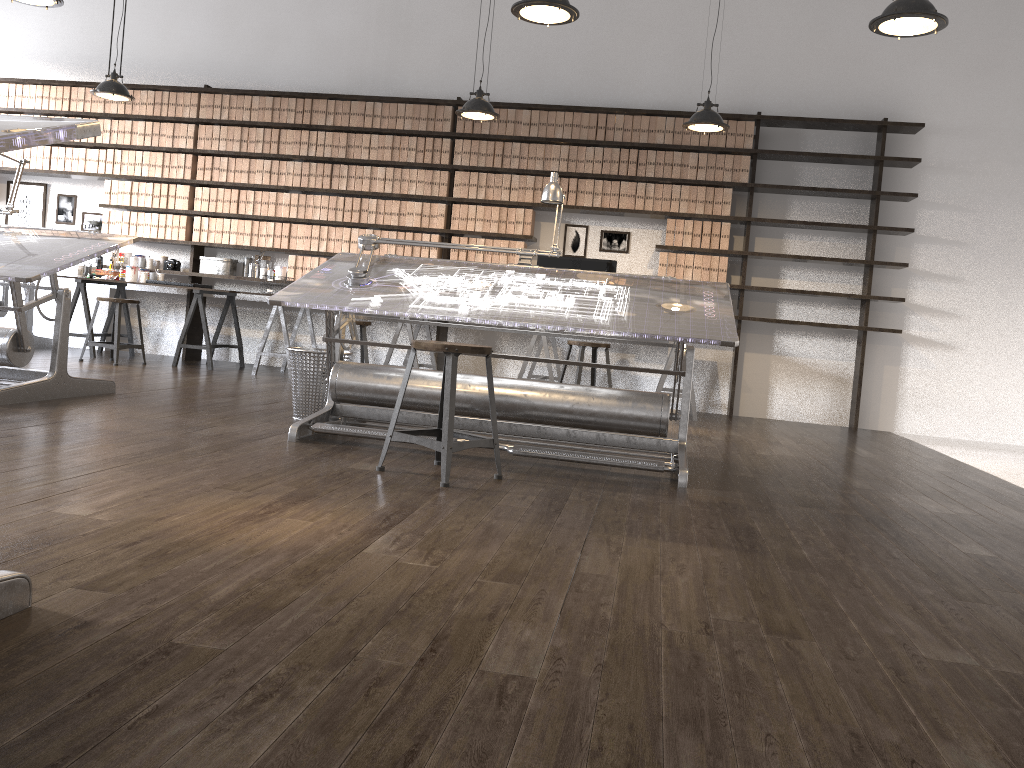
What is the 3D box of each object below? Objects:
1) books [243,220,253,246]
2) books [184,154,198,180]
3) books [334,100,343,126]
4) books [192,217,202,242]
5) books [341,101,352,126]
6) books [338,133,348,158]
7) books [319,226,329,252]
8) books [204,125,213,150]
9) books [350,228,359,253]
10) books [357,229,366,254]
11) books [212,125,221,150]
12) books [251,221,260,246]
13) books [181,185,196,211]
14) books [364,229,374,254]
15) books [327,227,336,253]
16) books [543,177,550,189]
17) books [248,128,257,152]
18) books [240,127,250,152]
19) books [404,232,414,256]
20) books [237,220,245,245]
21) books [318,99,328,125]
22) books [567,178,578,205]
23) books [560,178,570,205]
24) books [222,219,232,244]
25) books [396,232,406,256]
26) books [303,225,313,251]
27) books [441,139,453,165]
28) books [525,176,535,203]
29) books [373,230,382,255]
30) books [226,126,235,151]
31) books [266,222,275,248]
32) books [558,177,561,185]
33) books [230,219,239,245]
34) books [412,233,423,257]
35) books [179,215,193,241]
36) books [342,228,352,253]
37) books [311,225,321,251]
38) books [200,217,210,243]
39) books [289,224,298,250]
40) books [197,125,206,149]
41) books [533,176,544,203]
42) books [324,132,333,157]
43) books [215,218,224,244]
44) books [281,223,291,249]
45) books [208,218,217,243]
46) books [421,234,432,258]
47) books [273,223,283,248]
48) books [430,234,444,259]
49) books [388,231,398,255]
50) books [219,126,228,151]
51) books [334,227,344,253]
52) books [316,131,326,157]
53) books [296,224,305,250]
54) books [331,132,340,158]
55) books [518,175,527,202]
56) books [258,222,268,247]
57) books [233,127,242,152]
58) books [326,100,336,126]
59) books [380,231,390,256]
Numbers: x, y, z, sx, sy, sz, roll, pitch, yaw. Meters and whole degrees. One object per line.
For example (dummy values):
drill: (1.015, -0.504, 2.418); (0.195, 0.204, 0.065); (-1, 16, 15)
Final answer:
books: (-2.316, -1.334, 7.889); (0.067, 0.225, 0.175); (5, 2, 9)
books: (-2.872, -1.941, 7.983); (0.067, 0.225, 0.175); (5, 2, 9)
books: (-1.490, -2.348, 7.754); (0.067, 0.225, 0.174); (5, 2, 9)
books: (-2.792, -1.382, 7.966); (0.067, 0.225, 0.175); (5, 2, 9)
books: (-1.422, -2.341, 7.741); (0.067, 0.225, 0.175); (5, 2, 9)
books: (-1.450, -2.065, 7.742); (0.067, 0.225, 0.175); (5, 2, 9)
books: (-1.625, -1.264, 7.779); (0.067, 0.225, 0.174); (5, 2, 9)
books: (-2.679, -2.190, 7.948); (0.067, 0.225, 0.175); (5, 2, 9)
books: (-1.347, -1.236, 7.734); (0.067, 0.225, 0.175); (5, 2, 9)
books: (-1.285, -1.230, 7.725); (0.067, 0.225, 0.175); (5, 2, 9)
books: (-2.611, -2.183, 7.933); (0.067, 0.225, 0.175); (5, 2, 9)
books: (-2.249, -1.328, 7.884); (0.067, 0.225, 0.175); (5, 2, 9)
books: (-2.895, -1.664, 7.981); (0.067, 0.225, 0.175); (5, 2, 9)
books: (-1.220, -1.223, 7.710); (0.067, 0.225, 0.175); (5, 2, 9)
books: (-1.556, -1.257, 7.772); (0.067, 0.225, 0.174); (5, 2, 9)
books: (0.302, -1.618, 7.464); (0.067, 0.225, 0.174); (5, 2, 9)
books: (-2.275, -2.149, 7.883); (0.067, 0.225, 0.174); (5, 2, 9)
books: (-2.345, -2.156, 7.895); (0.067, 0.225, 0.175); (5, 2, 9)
books: (-0.871, -1.188, 7.654); (0.067, 0.225, 0.175); (5, 2, 9)
books: (-2.381, -1.341, 7.904); (0.067, 0.225, 0.175); (5, 2, 9)
books: (-1.631, -2.362, 7.770); (0.067, 0.225, 0.175); (5, 2, 9)
books: (0.514, -1.596, 7.424); (0.067, 0.225, 0.175); (5, 2, 9)
books: (0.442, -1.604, 7.442); (0.067, 0.225, 0.175); (5, 2, 9)
books: (-2.515, -1.354, 7.922); (0.067, 0.225, 0.175); (5, 2, 9)
books: (-0.944, -1.195, 7.671); (0.067, 0.225, 0.175); (5, 2, 9)
books: (-1.768, -1.278, 7.799); (0.067, 0.225, 0.175); (5, 2, 9)
books: (-0.548, -1.974, 7.599); (0.067, 0.225, 0.175); (5, 2, 9)
books: (0.165, -1.632, 7.480); (0.067, 0.225, 0.175); (5, 2, 9)
books: (-1.153, -1.217, 7.705); (0.067, 0.225, 0.175); (5, 2, 9)
books: (-2.477, -2.170, 7.915); (0.067, 0.225, 0.175); (5, 2, 9)
books: (-2.110, -1.313, 7.857); (0.067, 0.225, 0.174); (5, 2, 9)
books: (0.371, -1.611, 7.448); (0.067, 0.225, 0.174); (5, 2, 9)
books: (-2.443, -1.347, 7.912); (0.067, 0.225, 0.175); (5, 2, 9)
books: (-0.797, -1.180, 7.647); (0.067, 0.225, 0.175); (5, 2, 9)
books: (-2.923, -1.396, 7.989); (0.067, 0.225, 0.175); (5, 2, 9)
books: (-1.419, -1.243, 7.743); (0.067, 0.225, 0.175); (5, 2, 9)
books: (-1.697, -1.271, 7.787); (0.067, 0.225, 0.175); (5, 2, 9)
books: (-2.721, -1.375, 7.958); (0.067, 0.225, 0.174); (5, 2, 9)
books: (-1.893, -1.292, 7.826); (0.067, 0.225, 0.175); (5, 2, 9)
books: (-2.748, -2.197, 7.961); (0.067, 0.225, 0.174); (5, 2, 9)
books: (0.232, -1.625, 7.475); (0.067, 0.225, 0.175); (5, 2, 9)
books: (-1.577, -2.078, 7.766); (0.067, 0.225, 0.175); (5, 2, 9)
books: (-2.583, -1.361, 7.937); (0.067, 0.225, 0.175); (5, 2, 9)
books: (-1.967, -1.299, 7.833); (0.067, 0.225, 0.175); (5, 2, 9)
books: (-2.651, -1.368, 7.950); (0.067, 0.225, 0.174); (5, 2, 9)
books: (-0.724, -1.173, 7.630); (0.067, 0.225, 0.175); (5, 2, 9)
books: (-2.040, -1.306, 7.850); (0.067, 0.225, 0.175); (5, 2, 9)
books: (-0.647, -1.165, 7.619); (0.067, 0.225, 0.175); (5, 2, 9)
books: (-1.015, -1.202, 7.678); (0.067, 0.225, 0.174); (5, 2, 9)
books: (-2.539, -2.176, 7.923); (0.067, 0.225, 0.175); (5, 2, 9)
books: (-1.487, -1.250, 7.758); (0.067, 0.225, 0.175); (5, 2, 9)
books: (-1.648, -2.085, 7.776); (0.067, 0.225, 0.175); (5, 2, 9)
books: (-1.829, -1.285, 7.813); (0.067, 0.225, 0.175); (5, 2, 9)
books: (-1.515, -2.072, 7.758); (0.067, 0.225, 0.175); (5, 2, 9)
books: (0.100, -1.639, 7.496); (0.067, 0.225, 0.175); (5, 2, 9)
books: (-2.179, -1.321, 7.872); (0.067, 0.225, 0.174); (5, 2, 9)
books: (-2.412, -2.163, 7.900); (0.067, 0.225, 0.175); (5, 2, 9)
books: (-1.559, -2.355, 7.762); (0.067, 0.225, 0.174); (5, 2, 9)
books: (-1.083, -1.209, 7.693); (0.067, 0.225, 0.174); (5, 2, 9)
